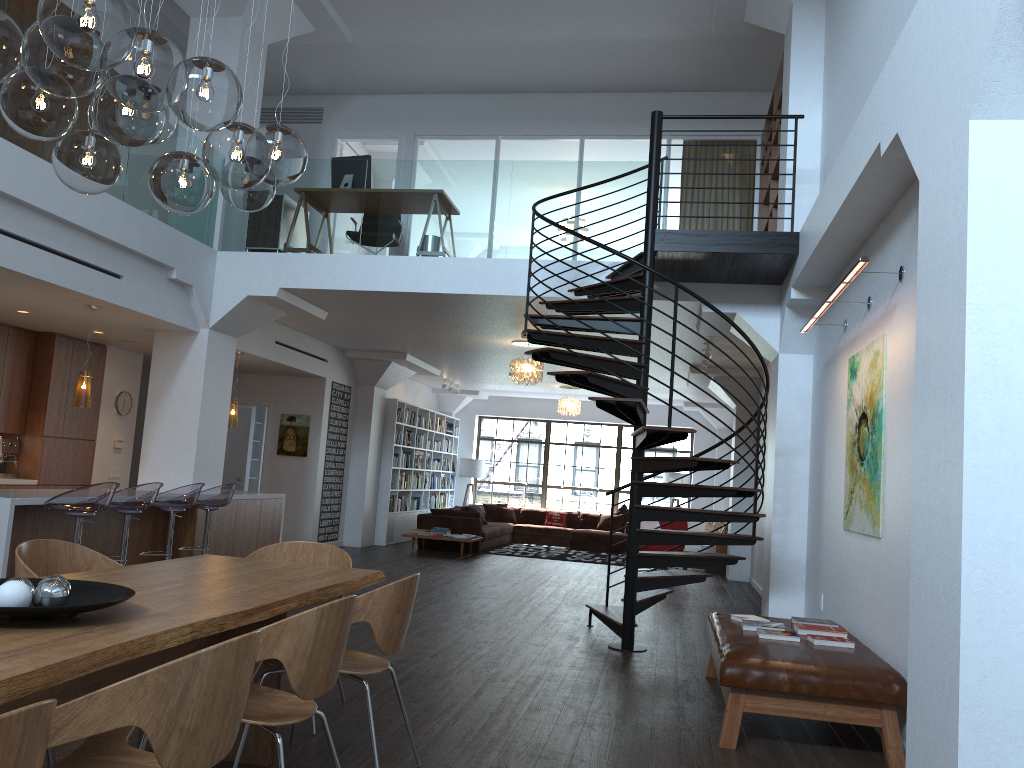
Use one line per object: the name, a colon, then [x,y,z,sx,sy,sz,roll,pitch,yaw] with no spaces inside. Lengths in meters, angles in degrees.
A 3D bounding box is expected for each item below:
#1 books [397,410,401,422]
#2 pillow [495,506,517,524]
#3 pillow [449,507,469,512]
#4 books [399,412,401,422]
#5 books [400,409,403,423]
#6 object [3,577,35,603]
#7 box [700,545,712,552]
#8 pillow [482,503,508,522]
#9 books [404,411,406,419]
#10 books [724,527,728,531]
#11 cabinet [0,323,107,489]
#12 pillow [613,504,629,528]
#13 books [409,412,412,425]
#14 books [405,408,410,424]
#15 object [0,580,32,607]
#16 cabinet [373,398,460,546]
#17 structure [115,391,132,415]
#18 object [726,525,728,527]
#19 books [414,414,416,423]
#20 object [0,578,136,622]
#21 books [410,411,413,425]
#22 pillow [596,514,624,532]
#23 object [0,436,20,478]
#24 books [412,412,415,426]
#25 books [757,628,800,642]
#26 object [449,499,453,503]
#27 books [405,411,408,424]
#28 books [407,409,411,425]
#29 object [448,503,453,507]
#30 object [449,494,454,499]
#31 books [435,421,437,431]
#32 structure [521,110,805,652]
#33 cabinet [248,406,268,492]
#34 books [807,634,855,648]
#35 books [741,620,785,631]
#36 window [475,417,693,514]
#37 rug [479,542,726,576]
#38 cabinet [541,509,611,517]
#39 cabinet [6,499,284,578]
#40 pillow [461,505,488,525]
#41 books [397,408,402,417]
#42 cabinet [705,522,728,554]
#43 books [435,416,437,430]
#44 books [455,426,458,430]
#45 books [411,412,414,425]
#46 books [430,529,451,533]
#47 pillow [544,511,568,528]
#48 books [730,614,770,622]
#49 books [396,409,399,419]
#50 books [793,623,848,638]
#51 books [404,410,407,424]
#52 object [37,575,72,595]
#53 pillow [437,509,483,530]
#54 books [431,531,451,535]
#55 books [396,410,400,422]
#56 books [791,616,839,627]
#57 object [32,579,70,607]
books: [-1.973,0.538,14.964,0.161,0.218,0.101,3,-6,10]
pillow: [-0.134,2.630,17.803,0.489,0.337,0.238,6,-6,-20]
pillow: [-0.845,2.256,14.957,0.269,0.411,0.559,8,-7,-33]
books: [-1.965,0.540,14.998,0.161,0.222,0.084,3,-6,10]
books: [-1.957,0.533,15.073,0.170,0.251,0.118,3,-6,10]
object: [-1.490,0.631,2.667,0.100,0.100,0.100,8,-7,-34]
box: [3.944,3.360,18.044,0.228,0.165,0.368,3,-6,10]
pillow: [-0.304,2.613,17.934,0.580,0.418,0.334,6,-6,-16]
books: [-1.923,0.571,15.235,0.161,0.222,0.084,3,-6,10]
books: [3.692,2.442,14.902,0.250,0.053,0.400,3,-6,10]
cabinet: [-5.757,0.449,8.102,0.598,2.499,5.299,3,-6,10]
pillow: [2.164,2.668,17.582,0.651,0.587,0.335,5,-6,-11]
books: [-1.861,0.597,15.577,0.159,0.248,0.089,3,-6,10]
books: [-1.892,0.560,15.451,0.176,0.293,0.125,3,-6,10]
object: [-1.448,0.621,2.573,0.100,0.100,0.100,8,-7,-34]
cabinet: [-1.818,1.688,16.823,0.461,2.414,4.500,3,-6,10]
structure: [-4.864,0.244,11.114,0.040,0.300,0.300,3,-6,10]
object: [3.989,2.588,16.404,0.089,0.110,0.089,8,-7,-34]
books: [-1.822,0.637,15.864,0.167,0.233,0.077,3,-6,10]
object: [-1.454,0.656,2.665,0.592,0.066,0.592,8,-7,-32]
books: [-1.852,0.600,15.609,0.182,0.253,0.098,3,-6,10]
pillow: [1.927,2.720,17.450,0.542,0.362,0.248,0,-7,31]
object: [-5.540,0.799,9.648,0.439,0.455,0.284,3,-6,10]
books: [-1.825,0.619,15.796,0.182,0.255,0.077,3,-6,10]
books: [1.527,1.441,5.089,0.224,0.032,0.161,3,-6,10]
object: [-1.434,2.461,18.726,0.331,0.088,0.410,3,-6,10]
books: [-1.903,0.574,15.361,0.174,0.242,0.105,3,-6,10]
books: [-1.885,0.568,15.513,0.197,0.290,0.136,3,-6,10]
object: [-1.440,2.548,18.717,0.331,0.088,0.410,3,-6,10]
object: [-1.435,2.374,18.737,0.316,0.088,0.410,3,-6,10]
books: [-1.553,0.821,17.317,0.144,0.207,0.048,3,-6,10]
structure: [1.055,-0.098,7.152,1.998,4.352,1.998,7,-7,-29]
cabinet: [-4.628,0.968,14.630,0.527,2.991,2.630,3,-6,10]
books: [1.800,1.453,5.013,0.224,0.036,0.161,4,-6,5]
books: [1.516,1.466,5.358,0.247,0.040,0.185,3,-6,13]
window: [1.507,1.806,19.225,4.648,1.905,0.114,3,-6,10]
rug: [1.712,3.005,15.413,4.200,0.007,3.100,3,-6,12]
cabinet: [1.326,2.997,18.561,1.520,0.625,0.350,3,-6,10]
cabinet: [-3.613,1.498,8.543,0.898,0.796,4.493,3,-6,10]
pillow: [-0.705,2.437,16.371,0.325,0.391,0.625,1,-7,27]
books: [-1.967,0.530,15.031,0.159,0.248,0.089,3,-6,10]
cabinet: [3.739,2.730,15.717,0.459,0.350,4.501,3,-6,10]
books: [-1.552,0.771,17.276,0.140,0.298,0.044,3,-6,10]
books: [-1.244,1.013,19.053,0.140,0.231,0.042,3,-6,10]
books: [-1.841,0.613,15.695,0.174,0.243,0.085,3,-6,10]
books: [-1.139,2.351,14.212,0.279,0.035,0.191,2,-6,20]
pillow: [0.882,2.714,17.758,0.465,0.308,0.220,3,-6,7]
books: [1.522,1.506,5.679,0.161,0.031,0.223,5,-6,-12]
books: [-2.000,0.523,14.812,0.182,0.215,0.188,3,-6,10]
books: [1.855,1.486,5.338,0.283,0.043,0.197,3,-6,10]
books: [-1.916,0.564,15.310,0.170,0.251,0.118,3,-6,10]
object: [-1.411,0.638,2.728,0.100,0.100,0.100,8,-7,-34]
pillow: [-0.857,2.269,14.685,0.750,0.364,0.289,3,-6,10]
books: [-1.138,2.387,14.204,0.312,0.037,0.216,4,-6,0]
books: [-1.993,0.536,14.902,0.167,0.210,0.162,3,-6,10]
books: [1.928,1.526,5.646,0.254,0.044,0.183,4,-6,5]
object: [-1.370,0.631,2.636,0.100,0.100,0.100,8,-7,-34]
